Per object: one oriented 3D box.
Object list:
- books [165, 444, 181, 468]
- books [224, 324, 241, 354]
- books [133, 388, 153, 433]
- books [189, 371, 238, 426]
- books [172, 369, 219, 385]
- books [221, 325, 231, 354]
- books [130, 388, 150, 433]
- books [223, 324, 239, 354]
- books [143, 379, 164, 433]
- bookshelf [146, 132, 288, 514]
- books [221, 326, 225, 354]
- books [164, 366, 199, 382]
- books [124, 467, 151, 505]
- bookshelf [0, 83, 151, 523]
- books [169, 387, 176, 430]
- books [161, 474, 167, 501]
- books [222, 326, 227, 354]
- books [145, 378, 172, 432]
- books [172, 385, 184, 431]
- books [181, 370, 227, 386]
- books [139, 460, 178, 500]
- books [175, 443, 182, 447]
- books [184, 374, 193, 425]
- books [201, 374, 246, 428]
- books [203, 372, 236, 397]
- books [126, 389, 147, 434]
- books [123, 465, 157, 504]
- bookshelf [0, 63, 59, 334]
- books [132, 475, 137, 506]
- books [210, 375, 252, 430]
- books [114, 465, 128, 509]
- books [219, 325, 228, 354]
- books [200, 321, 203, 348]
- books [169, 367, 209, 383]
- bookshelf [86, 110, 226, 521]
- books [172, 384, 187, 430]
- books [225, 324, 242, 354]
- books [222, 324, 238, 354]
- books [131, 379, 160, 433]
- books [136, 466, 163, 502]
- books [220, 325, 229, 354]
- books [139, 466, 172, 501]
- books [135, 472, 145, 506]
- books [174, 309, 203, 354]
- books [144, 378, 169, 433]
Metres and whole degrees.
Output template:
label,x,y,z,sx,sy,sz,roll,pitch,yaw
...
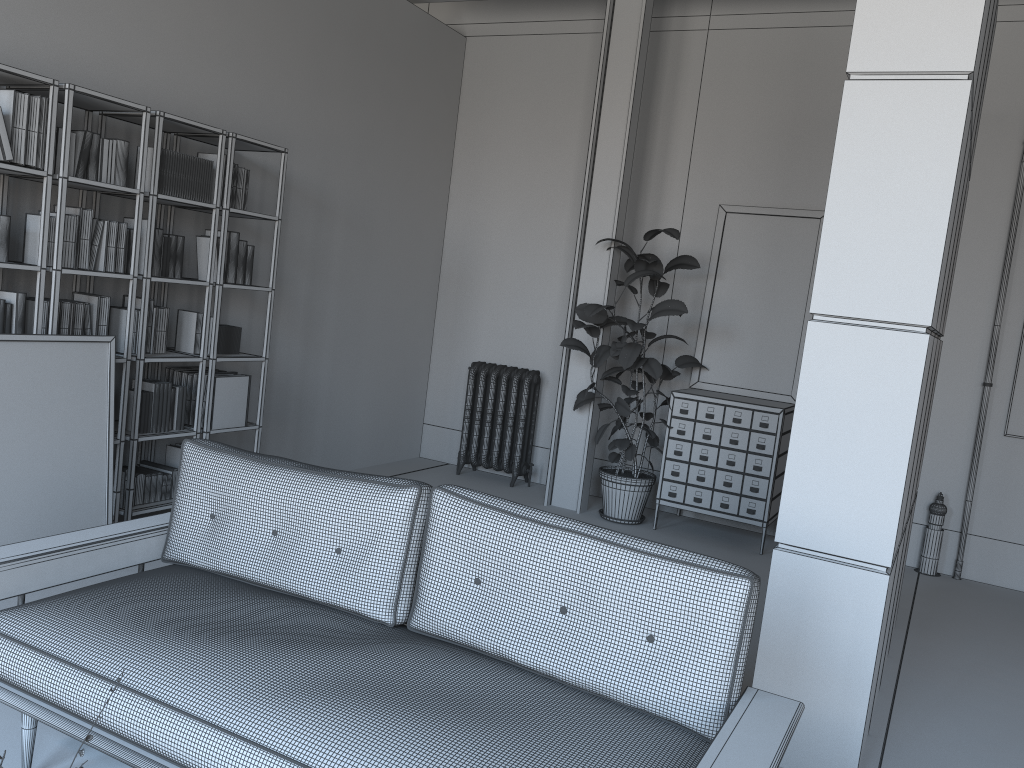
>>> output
label,x,y,z,sx,sy,sz,roll,pitch,yaw
books,-1.968,0.506,5.224,0.192,0.277,0.030,10,6,26
books,-1.714,-0.267,5.403,0.134,0.177,0.012,10,6,26
books,-2.025,0.145,4.835,0.165,0.227,0.022,10,6,26
books,-1.782,0.089,5.312,0.037,0.322,0.333,10,6,26
books,-1.915,0.070,5.374,0.068,0.318,0.319,10,6,26
books,-1.751,-0.265,5.331,0.134,0.177,0.012,10,6,26
books,-2.035,0.146,4.815,0.165,0.227,0.022,10,6,26
books,-1.720,-0.267,5.392,0.134,0.177,0.012,10,6,26
books,-1.999,0.120,4.880,0.202,0.278,0.027,10,6,26
bookshelf,-1.781,-0.312,5.325,0.455,2.276,0.455,10,6,26
books,-1.772,-0.263,5.289,0.134,0.177,0.012,10,6,26
books,-1.994,0.056,5.407,0.033,0.326,0.303,10,6,26
books,-2.108,0.562,4.924,0.242,0.176,0.040,10,6,26
bookshelf,-2.238,-0.280,4.428,0.455,2.276,0.455,10,6,26
books,-1.973,0.128,4.980,0.180,0.244,0.057,10,6,26
books,-2.058,0.568,5.028,0.241,0.158,0.033,10,6,26
books,-1.767,-0.264,5.300,0.134,0.177,0.012,10,6,26
books,-1.974,0.118,4.929,0.202,0.278,0.027,10,6,26
books,-1.933,0.129,5.011,0.184,0.254,0.025,10,6,26
books,-1.860,0.079,5.347,0.056,0.315,0.317,10,6,26
books,-2.034,0.550,5.099,0.271,0.184,0.047,10,6,26
books,-1.932,0.503,5.295,0.195,0.279,0.049,10,6,26
books,-1.816,0.089,5.329,0.040,0.312,0.343,10,6,26
books,-1.710,0.105,5.265,0.068,0.327,0.303,10,6,27
books,-1.758,0.096,5.277,0.027,0.326,0.272,10,6,26
books,-2.045,0.147,4.795,0.165,0.227,0.022,10,6,26
books,-2.090,0.562,4.959,0.242,0.176,0.040,10,6,26
bookshelf,-2.477,-0.267,3.999,0.455,2.276,0.455,10,6,26
books,-2.165,0.560,4.841,0.271,0.184,0.047,10,6,26
books,-1.665,0.112,5.243,0.033,0.326,0.303,10,6,26
books,-2.181,0.542,4.804,0.275,0.223,0.033,10,6,26
books,-1.762,-0.264,5.310,0.134,0.177,0.012,10,6,26
books,-1.856,-0.296,5.205,0.162,0.229,0.053,11,7,34
books,-1.963,0.061,5.393,0.033,0.326,0.303,10,6,26
bookshelf,-2.010,-0.297,4.888,0.455,2.276,0.455,10,6,26
books,-1.923,0.128,5.033,0.184,0.254,0.025,10,6,26
books,-1.709,-0.268,5.413,0.134,0.177,0.012,10,6,26
books,-1.725,-0.267,5.382,0.134,0.177,0.012,10,6,26
books,-2.010,0.121,4.856,0.202,0.278,0.027,10,6,26
books,-2.072,0.560,4.995,0.242,0.176,0.040,10,6,26
books,-1.756,-0.264,5.320,0.134,0.177,0.012,10,6,26
books,-2.043,0.567,5.057,0.241,0.158,0.033,10,6,26
books,-2.137,0.559,4.885,0.260,0.185,0.056,10,6,26
books,-1.884,-0.303,5.157,0.170,0.245,0.043,10,6,26
books,-1.985,0.119,4.905,0.202,0.278,0.027,10,6,26
